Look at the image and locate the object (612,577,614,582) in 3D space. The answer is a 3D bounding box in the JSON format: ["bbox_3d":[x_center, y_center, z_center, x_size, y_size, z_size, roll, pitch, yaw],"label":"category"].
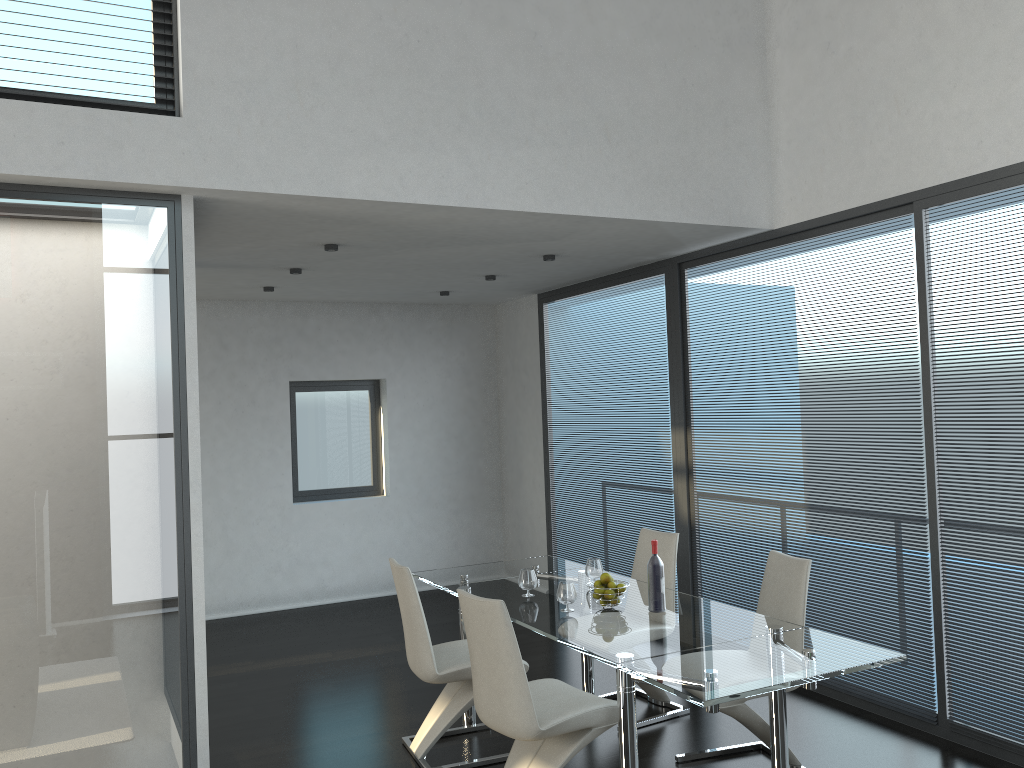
[{"bbox_3d":[0.466,0.945,4.252,0.047,0.045,0.047,-1,-2,-26],"label":"object"}]

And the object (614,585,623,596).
[{"bbox_3d":[0.504,0.978,4.205,0.058,0.058,0.058,-3,-2,30],"label":"object"}]

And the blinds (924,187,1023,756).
[{"bbox_3d":[2.500,0.376,3.505,0.018,2.537,1.874,-1,-2,-27],"label":"blinds"}]

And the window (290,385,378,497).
[{"bbox_3d":[-1.653,0.518,8.247,0.800,1.000,0.050,-1,-2,-27],"label":"window"}]

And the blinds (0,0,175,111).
[{"bbox_3d":[-2.001,-1.875,3.706,1.076,1.372,0.048,-1,-2,-27],"label":"blinds"}]

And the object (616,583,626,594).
[{"bbox_3d":[0.512,0.959,4.163,0.047,0.048,0.047,-3,-2,26],"label":"object"}]

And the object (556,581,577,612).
[{"bbox_3d":[0.257,0.996,4.160,0.098,0.132,0.098,-2,-1,-7],"label":"object"}]

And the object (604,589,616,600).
[{"bbox_3d":[0.456,0.982,4.140,0.054,0.055,0.053,-3,-2,28],"label":"object"}]

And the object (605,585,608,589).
[{"bbox_3d":[0.441,0.979,4.248,0.047,0.045,0.047,-2,-1,-22],"label":"object"}]

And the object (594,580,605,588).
[{"bbox_3d":[0.414,0.957,4.213,0.050,0.054,0.055,-3,-2,33],"label":"object"}]

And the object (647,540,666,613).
[{"bbox_3d":[0.662,0.882,4.081,0.082,0.326,0.082,-2,-1,-6],"label":"object"}]

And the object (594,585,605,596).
[{"bbox_3d":[0.412,0.969,4.157,0.055,0.048,0.054,-1,-2,-33],"label":"object"}]

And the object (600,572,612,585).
[{"bbox_3d":[0.444,0.920,4.195,0.055,0.056,0.055,-1,-2,-27],"label":"object"}]

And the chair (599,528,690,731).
[{"bbox_3d":[0.624,1.320,4.901,0.612,0.959,0.471,-1,-2,-32],"label":"chair"}]

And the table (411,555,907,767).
[{"bbox_3d":[0.438,1.424,4.259,0.940,0.731,2.720,-1,-2,-27],"label":"table"}]

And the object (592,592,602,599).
[{"bbox_3d":[0.403,0.999,4.197,0.045,0.042,0.045,-1,-2,-32],"label":"object"}]

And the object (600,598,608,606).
[{"bbox_3d":[0.432,1.027,4.174,0.038,0.038,0.038,-2,-1,-23],"label":"object"}]

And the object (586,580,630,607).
[{"bbox_3d":[0.456,0.999,4.191,0.206,0.105,0.206,-3,-1,18],"label":"object"}]

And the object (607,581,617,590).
[{"bbox_3d":[0.469,0.948,4.161,0.040,0.043,0.044,-2,-1,-12],"label":"object"}]

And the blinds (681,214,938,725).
[{"bbox_3d":[1.631,0.450,5.245,0.018,2.537,1.874,-1,-2,-27],"label":"blinds"}]

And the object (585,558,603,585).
[{"bbox_3d":[0.440,1.003,4.750,0.098,0.132,0.098,-2,-1,-7],"label":"object"}]

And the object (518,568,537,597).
[{"bbox_3d":[0.080,1.011,4.517,0.098,0.132,0.098,-2,-1,-7],"label":"object"}]

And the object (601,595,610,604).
[{"bbox_3d":[0.455,1.016,4.220,0.061,0.056,0.059,-3,-1,18],"label":"object"}]

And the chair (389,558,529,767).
[{"bbox_3d":[-0.277,1.343,4.429,0.612,0.959,0.471,-2,-1,-22],"label":"chair"}]

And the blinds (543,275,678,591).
[{"bbox_3d":[0.726,0.527,7.058,0.018,2.537,1.787,-1,-2,-27],"label":"blinds"}]

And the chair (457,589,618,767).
[{"bbox_3d":[0.112,1.310,3.680,0.612,0.959,0.471,-1,-2,-37],"label":"chair"}]

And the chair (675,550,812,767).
[{"bbox_3d":[1.049,1.284,4.046,0.612,0.959,0.471,-2,-1,-17],"label":"chair"}]

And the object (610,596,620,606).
[{"bbox_3d":[0.485,1.019,4.172,0.048,0.048,0.048,-2,-1,-15],"label":"object"}]
